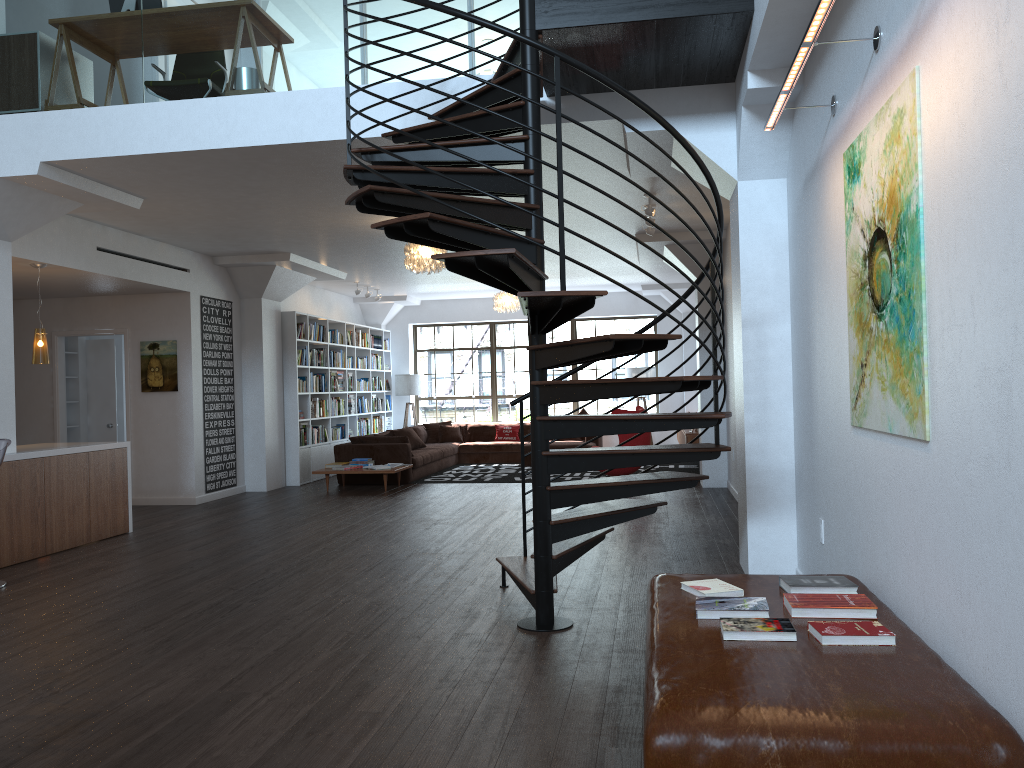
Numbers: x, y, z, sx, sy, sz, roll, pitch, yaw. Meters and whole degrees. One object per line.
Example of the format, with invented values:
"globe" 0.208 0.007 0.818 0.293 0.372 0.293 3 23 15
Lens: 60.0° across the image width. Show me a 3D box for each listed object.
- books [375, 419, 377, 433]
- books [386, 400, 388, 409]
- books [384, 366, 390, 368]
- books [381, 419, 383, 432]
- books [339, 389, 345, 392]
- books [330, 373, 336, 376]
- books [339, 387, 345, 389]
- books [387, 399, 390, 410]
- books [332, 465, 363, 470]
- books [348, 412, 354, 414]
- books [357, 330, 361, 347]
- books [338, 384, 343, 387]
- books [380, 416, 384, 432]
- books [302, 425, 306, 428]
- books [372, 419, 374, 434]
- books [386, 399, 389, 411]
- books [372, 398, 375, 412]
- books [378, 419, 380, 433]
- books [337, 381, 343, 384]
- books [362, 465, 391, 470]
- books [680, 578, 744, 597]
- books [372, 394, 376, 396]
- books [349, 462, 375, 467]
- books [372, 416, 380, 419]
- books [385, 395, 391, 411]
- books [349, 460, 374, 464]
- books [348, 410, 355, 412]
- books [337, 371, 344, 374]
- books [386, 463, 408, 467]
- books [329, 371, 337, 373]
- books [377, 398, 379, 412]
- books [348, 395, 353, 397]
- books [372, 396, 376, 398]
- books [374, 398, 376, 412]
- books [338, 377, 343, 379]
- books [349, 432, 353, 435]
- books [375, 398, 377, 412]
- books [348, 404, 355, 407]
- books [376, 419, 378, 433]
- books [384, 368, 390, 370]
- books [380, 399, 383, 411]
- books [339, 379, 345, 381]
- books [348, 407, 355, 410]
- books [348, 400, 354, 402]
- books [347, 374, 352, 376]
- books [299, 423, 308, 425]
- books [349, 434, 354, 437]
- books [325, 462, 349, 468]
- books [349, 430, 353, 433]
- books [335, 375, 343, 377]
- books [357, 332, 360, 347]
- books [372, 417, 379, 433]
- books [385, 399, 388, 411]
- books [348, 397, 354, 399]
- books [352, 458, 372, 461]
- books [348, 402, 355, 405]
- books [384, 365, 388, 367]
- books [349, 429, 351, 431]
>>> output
"books" -2.496 0.751 15.800 0.160 0.250 0.027 -2 0 9
"books" -2.396 0.391 16.462 0.161 0.218 0.101 -2 0 9
"books" -2.446 -0.303 16.481 0.284 0.033 0.197 -2 0 24
"books" -2.446 0.754 16.135 0.171 0.246 0.057 -2 0 9
"books" -2.789 0.106 14.122 0.171 0.039 0.246 -2 0 9
"books" -2.848 -0.151 13.740 0.174 0.045 0.240 -2 0 8
"books" -2.793 0.067 14.121 0.160 0.039 0.251 -2 0 14
"books" -2.382 0.395 16.550 0.161 0.213 0.146 -2 0 9
"books" -2.153 1.092 11.590 0.236 0.035 0.340 -2 0 34
"books" -2.728 0.481 14.567 0.246 0.038 0.171 -2 0 9
"books" -2.657 -0.768 15.082 0.176 0.290 0.053 -2 0 9
"books" -2.818 0.027 14.120 0.180 0.042 0.259 -2 0 9
"books" -2.436 0.732 16.217 0.176 0.290 0.053 -2 0 9
"books" -3.020 0.600 12.522 0.174 0.045 0.240 -2 0 -2
"books" -2.521 0.750 15.652 0.183 0.253 0.036 -2 0 9
"books" -2.384 0.394 16.500 0.161 0.213 0.118 -2 0 9
"books" -2.523 0.372 15.662 0.174 0.251 0.051 -2 0 9
"books" -2.474 0.753 15.950 0.189 0.247 0.057 -2 0 9
"books" -2.804 -0.017 14.132 0.168 0.045 0.231 -2 0 4
"books" -1.758 1.080 11.518 0.231 0.040 0.342 -1 0 -41
"books" 0.776 0.798 3.455 0.161 0.031 0.223 -1 0 -13
"books" -2.539 0.203 15.681 0.224 0.030 0.161 -2 0 19
"books" -2.021 1.090 11.976 0.312 0.037 0.216 -2 0 -1
"books" -2.449 0.727 15.998 0.140 0.298 0.044 -2 0 9
"books" -2.366 0.355 16.651 0.176 0.290 0.053 -2 0 9
"books" -2.026 1.054 11.981 0.279 0.035 0.191 -2 0 19
"books" -2.731 0.443 14.570 0.251 0.037 0.160 -2 0 14
"books" -2.791 -0.184 14.144 0.129 0.043 0.185 -2 0 23
"books" -1.551 1.077 11.833 0.256 0.035 0.350 -2 0 34
"books" -2.844 -0.187 13.717 0.223 0.027 0.161 -2 0 18
"books" -2.482 0.372 15.954 0.183 0.253 0.042 -2 0 9
"books" -2.715 0.201 14.563 0.185 0.041 0.129 -2 0 23
"books" -2.539 0.233 15.672 0.223 0.031 0.161 -2 0 9
"books" -2.516 0.374 15.768 0.183 0.253 0.039 -2 0 9
"books" -2.804 -0.095 14.134 0.161 0.033 0.223 -2 0 9
"books" -2.758 0.817 14.541 0.284 0.033 0.197 -2 0 -6
"books" -2.502 0.376 15.835 0.171 0.246 0.036 -2 0 9
"books" -2.722 0.362 14.579 0.231 0.044 0.168 -2 0 4
"books" -2.489 0.749 15.831 0.183 0.253 0.037 -2 0 9
"books" -2.445 -0.269 16.481 0.284 0.035 0.197 -2 0 39
"books" -2.447 0.386 16.175 0.168 0.228 0.139 -2 0 9
"books" -2.798 -0.059 14.127 0.183 0.042 0.253 -2 0 9
"books" -2.732 0.405 14.595 0.259 0.040 0.180 -2 0 9
"books" -2.722 0.287 14.578 0.223 0.032 0.161 -2 0 9
"books" -2.740 -0.139 14.470 0.223 0.031 0.161 -2 0 9
"books" -3.016 0.563 12.499 0.223 0.027 0.161 -2 0 18
"books" -2.758 0.851 14.541 0.284 0.035 0.197 -2 0 9
"books" -2.344 1.094 11.967 0.241 0.045 0.334 -2 0 10
"books" -2.763 0.784 14.545 0.254 0.032 0.174 -2 0 14
"books" -2.816 -0.124 14.160 0.223 0.027 0.161 -2 0 -2
"books" -2.667 -0.746 14.999 0.171 0.246 0.057 -2 0 9
"books" -2.496 0.735 15.891 0.198 0.284 0.066 -2 0 9
"books" -2.399 0.382 16.401 0.172 0.235 0.112 -2 0 9
"books" -2.709 0.233 14.569 0.208 0.024 0.144 -2 0 14
"books" -2.022 1.022 11.978 0.224 0.027 0.157 -2 0 14
"books" -2.728 0.322 14.572 0.253 0.040 0.183 -2 0 9
"books" -2.445 -0.336 16.476 0.254 0.032 0.174 -2 0 44
"books" -2.760 0.755 14.543 0.204 0.025 0.144 -2 0 9
